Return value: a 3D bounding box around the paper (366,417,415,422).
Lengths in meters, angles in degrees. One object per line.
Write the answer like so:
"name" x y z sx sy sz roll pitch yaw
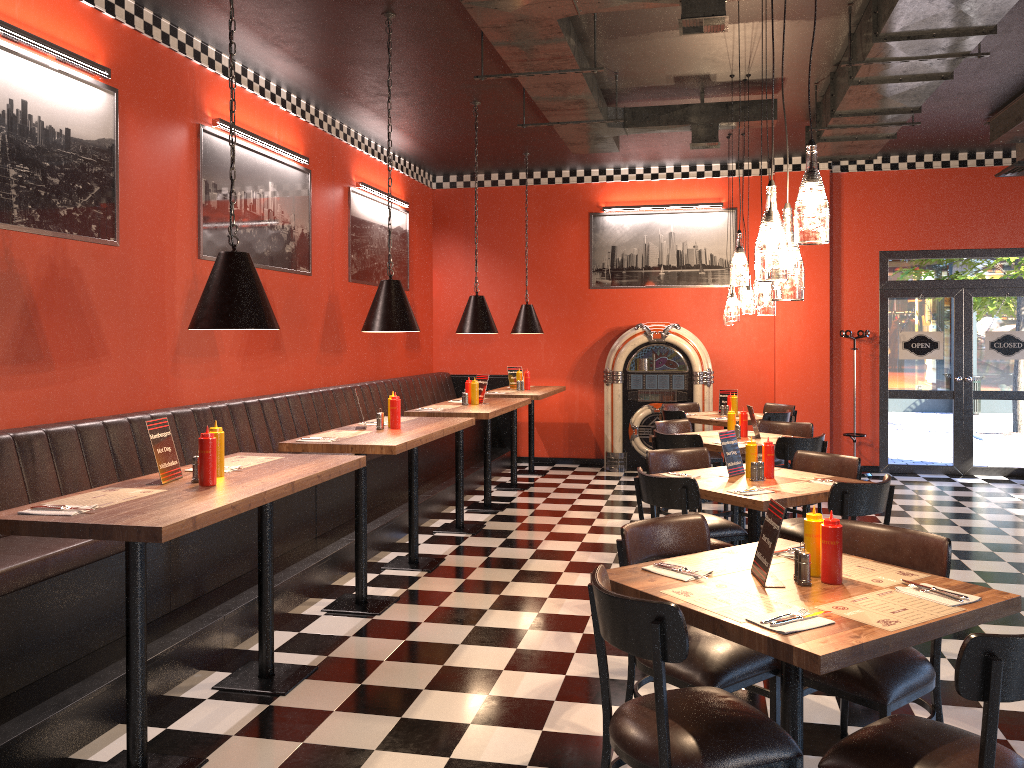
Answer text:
"paper" -0.859 0.255 6.359 0.261 0.001 0.366 1 3 15

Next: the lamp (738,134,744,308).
"lamp" 2.367 -1.759 9.079 0.108 1.965 0.108 0 1 44

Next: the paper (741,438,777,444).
"paper" 1.995 0.445 6.866 0.365 0.001 0.261 -2 4 -33

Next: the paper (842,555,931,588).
"paper" 1.213 0.647 3.086 0.261 0.001 0.365 -2 4 -33

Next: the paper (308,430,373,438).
"paper" -1.045 0.306 5.410 0.261 0.001 0.366 1 3 15

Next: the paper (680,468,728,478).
"paper" 1.189 0.530 5.292 0.365 0.001 0.261 -2 4 -32

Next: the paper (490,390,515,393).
"paper" -0.105 0.083 9.584 0.261 0.001 0.366 1 3 15

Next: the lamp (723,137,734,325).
"lamp" 2.250 -1.595 9.210 0.108 1.965 0.108 0 0 -6

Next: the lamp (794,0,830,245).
"lamp" 0.934 -1.422 2.763 0.108 1.965 0.108 0 0 4

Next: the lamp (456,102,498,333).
"lamp" -0.314 -1.473 7.858 0.382 2.043 0.382 -1 1 -36

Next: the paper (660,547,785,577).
"paper" 0.764 0.642 3.208 0.365 0.001 0.261 -2 4 -33

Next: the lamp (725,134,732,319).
"lamp" 2.237 -1.647 9.087 0.108 1.965 0.108 -1 1 -36

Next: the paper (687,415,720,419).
"paper" 1.932 0.336 8.925 0.261 0.001 0.365 -2 4 -33

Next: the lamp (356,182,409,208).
"lamp" -1.387 -2.037 9.586 0.081 0.056 1.446 0 3 12

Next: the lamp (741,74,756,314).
"lamp" 1.876 -1.538 7.032 0.108 1.965 0.108 0 0 -6

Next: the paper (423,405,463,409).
"paper" -0.596 0.194 7.505 0.261 0.001 0.366 1 3 15

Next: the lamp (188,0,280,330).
"lamp" -1.204 -1.257 3.827 0.382 2.043 0.382 -1 1 -36

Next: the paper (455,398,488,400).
"paper" -0.400 0.146 8.404 0.261 0.001 0.366 1 3 15

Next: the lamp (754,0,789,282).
"lamp" 0.832 -1.313 2.845 0.108 1.965 0.108 0 0 -1

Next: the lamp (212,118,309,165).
"lamp" -1.957 -1.899 7.002 0.081 0.056 1.446 0 3 12

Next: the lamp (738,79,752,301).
"lamp" 1.883 -1.657 7.161 0.108 1.965 0.108 0 1 -31

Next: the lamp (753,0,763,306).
"lamp" 1.438 -1.434 5.089 0.108 1.965 0.108 -1 1 -36

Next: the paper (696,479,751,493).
"paper" 1.109 0.555 4.836 0.261 0.001 0.365 -2 4 -34

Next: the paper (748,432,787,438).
"paper" 2.072 0.421 7.307 0.261 0.001 0.365 -2 4 -34

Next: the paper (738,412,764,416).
"paper" 2.490 0.315 9.295 0.261 0.001 0.365 -2 4 -33

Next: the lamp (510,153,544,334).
"lamp" 0.169 -1.590 10.047 0.382 2.043 0.382 -1 1 -36

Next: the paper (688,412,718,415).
"paper" 2.020 0.312 9.380 0.365 0.001 0.261 -2 4 -31

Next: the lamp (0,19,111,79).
"lamp" -2.522 -1.762 4.444 0.081 0.056 1.446 0 3 12

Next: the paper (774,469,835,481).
"paper" 1.661 0.533 5.215 0.261 0.001 0.365 -2 4 -34

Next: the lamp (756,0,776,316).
"lamp" 1.425 -1.368 4.967 0.108 1.965 0.108 0 0 24

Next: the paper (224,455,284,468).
"paper" -1.291 0.369 4.226 0.261 0.001 0.366 1 3 15

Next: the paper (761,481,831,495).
"paper" 1.551 0.557 4.763 0.365 0.001 0.261 -2 4 -35

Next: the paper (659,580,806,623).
"paper" 0.674 0.667 2.739 0.261 0.001 0.365 -2 3 -30

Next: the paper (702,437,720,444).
"paper" 1.539 0.442 6.951 0.261 0.001 0.365 -2 4 -31

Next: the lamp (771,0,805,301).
"lamp" 0.913 -1.259 2.938 0.108 1.965 0.108 0 1 -31

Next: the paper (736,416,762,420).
"paper" 2.372 0.339 8.844 0.365 0.001 0.261 -2 4 -34

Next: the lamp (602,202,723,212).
"lamp" 1.822 -2.145 10.747 1.444 0.056 0.081 0 2 12

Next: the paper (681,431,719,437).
"paper" 1.621 0.417 7.422 0.365 0.001 0.261 -2 4 -34

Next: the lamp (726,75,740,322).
"lamp" 1.754 -1.479 7.045 0.108 1.965 0.108 0 0 24

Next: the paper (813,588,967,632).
"paper" 1.128 0.670 2.646 0.365 0.001 0.261 -2 4 -32

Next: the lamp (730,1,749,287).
"lamp" 1.307 -1.546 5.096 0.108 1.965 0.108 0 0 -16

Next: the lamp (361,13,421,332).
"lamp" -0.786 -1.358 5.719 0.382 2.043 0.382 -1 1 -36

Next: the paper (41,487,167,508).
"paper" -1.506 0.419 3.290 0.261 0.001 0.366 1 3 15
